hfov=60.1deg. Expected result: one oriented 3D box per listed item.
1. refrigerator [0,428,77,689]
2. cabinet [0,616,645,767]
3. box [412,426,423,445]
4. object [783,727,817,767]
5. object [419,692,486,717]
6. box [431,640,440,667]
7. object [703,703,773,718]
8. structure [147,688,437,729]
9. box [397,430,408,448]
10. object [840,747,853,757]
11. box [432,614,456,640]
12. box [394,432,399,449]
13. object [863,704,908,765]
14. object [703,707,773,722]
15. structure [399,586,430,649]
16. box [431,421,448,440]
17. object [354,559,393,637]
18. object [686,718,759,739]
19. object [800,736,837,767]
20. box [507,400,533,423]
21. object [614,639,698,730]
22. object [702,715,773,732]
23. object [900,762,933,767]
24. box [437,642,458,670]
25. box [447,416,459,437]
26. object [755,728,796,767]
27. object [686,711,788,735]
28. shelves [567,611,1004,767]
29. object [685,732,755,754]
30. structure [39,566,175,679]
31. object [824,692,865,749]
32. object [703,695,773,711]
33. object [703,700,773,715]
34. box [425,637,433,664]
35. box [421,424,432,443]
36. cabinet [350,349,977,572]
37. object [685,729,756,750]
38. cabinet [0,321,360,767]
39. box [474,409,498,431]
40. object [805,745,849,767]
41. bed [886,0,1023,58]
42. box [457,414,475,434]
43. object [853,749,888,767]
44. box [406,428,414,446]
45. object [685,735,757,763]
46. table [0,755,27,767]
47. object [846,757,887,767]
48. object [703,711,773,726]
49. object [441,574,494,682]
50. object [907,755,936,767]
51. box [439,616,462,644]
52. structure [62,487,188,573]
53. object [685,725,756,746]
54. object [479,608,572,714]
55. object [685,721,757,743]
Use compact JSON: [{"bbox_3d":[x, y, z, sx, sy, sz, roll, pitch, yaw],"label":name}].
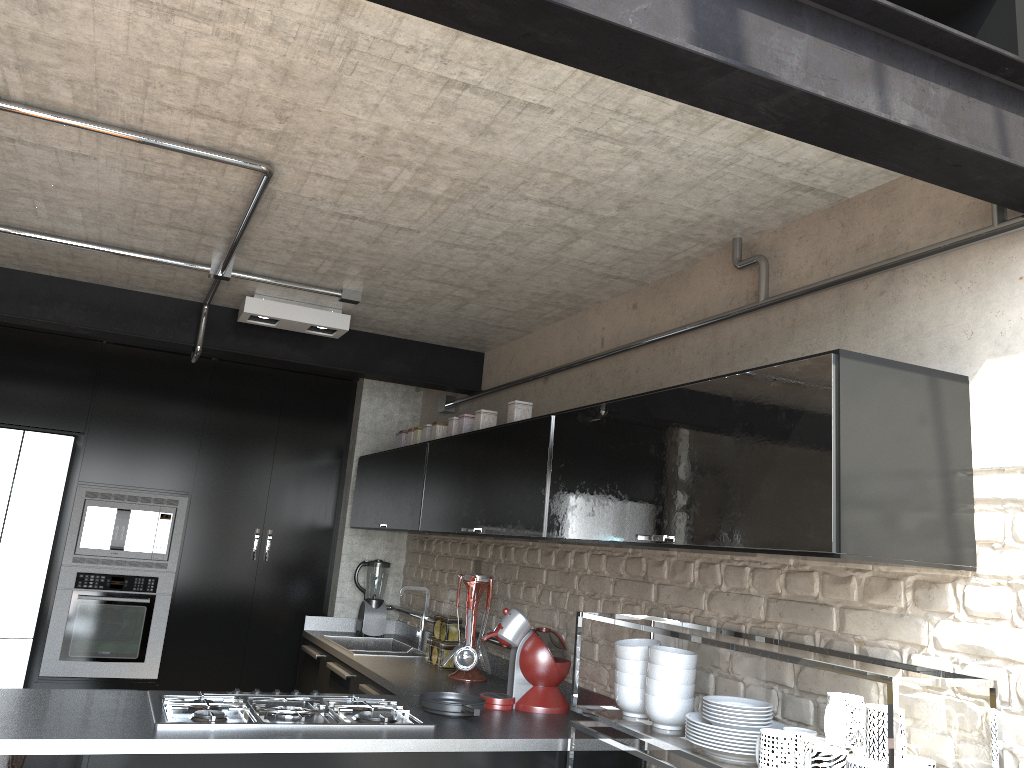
[{"bbox_3d":[-2.921,1.160,4.751,0.721,1.851,0.493,11,-15,-22],"label":"refrigerator"},{"bbox_3d":[-1.270,1.539,3.478,2.421,1.019,2.720,10,-12,-23],"label":"cabinet"},{"bbox_3d":[-0.465,0.281,4.575,0.080,0.112,0.080,10,-14,-23],"label":"box"},{"bbox_3d":[0.665,0.854,2.051,0.083,0.101,0.107,3,-12,11],"label":"object"},{"bbox_3d":[-0.204,1.069,2.934,0.227,0.050,0.306,4,-11,5],"label":"object"},{"bbox_3d":[-0.321,1.242,4.081,0.080,0.112,0.080,12,-14,-27],"label":"box"},{"bbox_3d":[0.566,0.830,2.223,0.170,0.030,0.169,9,-11,-18],"label":"object"},{"bbox_3d":[-0.697,1.008,2.763,0.808,0.026,0.497,9,-11,-23],"label":"structure"},{"bbox_3d":[-0.570,0.311,4.789,0.080,0.112,0.080,10,-14,-23],"label":"box"},{"bbox_3d":[0.774,0.845,1.953,0.108,0.101,0.082,10,-14,-23],"label":"object"},{"bbox_3d":[-0.317,1.141,4.142,0.080,0.112,0.080,-6,-17,41],"label":"box"},{"bbox_3d":[-0.598,0.325,4.876,0.080,0.112,0.080,10,-14,-23],"label":"box"},{"bbox_3d":[0.771,0.715,1.813,0.108,0.101,0.082,13,-15,-33],"label":"object"},{"bbox_3d":[0.566,0.838,2.221,0.170,0.030,0.169,9,-11,-18],"label":"object"},{"bbox_3d":[-0.536,1.236,4.711,0.176,0.315,0.088,10,-15,-22],"label":"structure"},{"bbox_3d":[-0.347,0.244,4.322,0.080,0.112,0.080,10,-14,-23],"label":"box"},{"bbox_3d":[-0.820,1.231,5.124,0.222,0.429,0.160,10,-15,-22],"label":"object"},{"bbox_3d":[0.562,0.869,2.214,0.251,0.031,0.249,-2,-13,35],"label":"object"},{"bbox_3d":[0.683,0.836,1.948,0.108,0.101,0.082,13,-15,-33],"label":"object"},{"bbox_3d":[0.029,0.127,3.517,0.080,0.112,0.080,10,-14,-23],"label":"box"},{"bbox_3d":[0.415,0.872,2.595,0.149,0.220,0.307,11,-13,-25],"label":"object"},{"bbox_3d":[0.564,0.855,2.217,0.170,0.030,0.169,9,-11,-18],"label":"object"},{"bbox_3d":[0.783,0.808,1.748,0.108,0.102,0.082,7,-13,-9],"label":"object"},{"bbox_3d":[-0.292,1.231,4.009,0.081,0.112,0.080,8,-13,-13],"label":"box"},{"bbox_3d":[-0.252,0.214,4.116,0.080,0.112,0.080,10,-14,-23],"label":"box"},{"bbox_3d":[0.598,0.839,2.004,0.083,0.101,0.107,3,-12,11],"label":"object"},{"bbox_3d":[0.563,0.861,2.216,0.251,0.031,0.249,-2,-13,35],"label":"object"},{"bbox_3d":[0.550,1.108,2.159,0.287,0.940,1.238,11,-13,-23],"label":"shelves"},{"bbox_3d":[0.559,0.901,2.206,0.251,0.031,0.249,-2,-13,35],"label":"object"},{"bbox_3d":[-2.261,1.320,4.973,0.579,0.566,0.480,10,-13,-23],"label":"structure"},{"bbox_3d":[0.717,0.733,1.934,0.108,0.102,0.082,7,-13,-9],"label":"object"},{"bbox_3d":[0.568,0.813,2.227,0.170,0.030,0.169,9,-11,-18],"label":"object"},{"bbox_3d":[0.567,0.821,2.225,0.170,0.030,0.169,9,-11,-18],"label":"object"},{"bbox_3d":[-0.359,1.253,4.157,0.081,0.112,0.080,9,-13,-18],"label":"box"},{"bbox_3d":[-0.407,0.263,4.453,0.080,0.112,0.080,10,-14,-23],"label":"box"},{"bbox_3d":[0.023,0.414,3.583,0.398,0.427,3.857,10,-12,-23],"label":"cabinet"},{"bbox_3d":[0.560,0.893,2.208,0.251,0.031,0.249,-2,-13,35],"label":"object"},{"bbox_3d":[-2.229,1.000,5.112,2.310,2.511,0.547,10,-15,-22],"label":"cabinet"},{"bbox_3d":[-0.115,0.172,3.824,0.080,0.112,0.080,10,-14,-23],"label":"box"},{"bbox_3d":[0.665,0.818,1.858,0.083,0.101,0.107,3,-12,11],"label":"object"},{"bbox_3d":[-0.940,-0.957,3.489,2.683,0.853,4.437,10,-12,-23],"label":"bed"},{"bbox_3d":[-0.197,0.196,3.995,0.080,0.112,0.080,10,-14,-23],"label":"box"},{"bbox_3d":[0.742,0.824,1.852,0.108,0.102,0.082,7,-13,-9],"label":"object"},{"bbox_3d":[-0.506,0.293,4.659,0.080,0.112,0.080,10,-14,-23],"label":"box"},{"bbox_3d":[0.558,0.909,2.204,0.251,0.031,0.249,-2,-13,35],"label":"object"},{"bbox_3d":[-1.504,1.288,1.484,0.923,0.743,2.648,10,-12,-23],"label":"table"},{"bbox_3d":[0.711,0.803,1.756,0.108,0.101,0.082,13,-15,-33],"label":"object"},{"bbox_3d":[0.565,0.847,2.219,0.170,0.030,0.169,9,-11,-18],"label":"object"},{"bbox_3d":[-0.179,1.037,3.786,0.210,0.433,0.199,7,-13,-8],"label":"object"},{"bbox_3d":[0.834,0.829,1.835,0.083,0.101,0.107,3,-12,11],"label":"object"},{"bbox_3d":[-0.282,1.130,4.066,0.080,0.112,0.080,12,-14,-27],"label":"box"},{"bbox_3d":[-2.227,0.842,5.108,0.579,0.427,0.444,10,-13,-23],"label":"structure"},{"bbox_3d":[0.561,0.885,2.210,0.251,0.031,0.249,-2,-13,35],"label":"object"},{"bbox_3d":[0.060,0.993,3.198,0.347,0.346,0.219,15,-16,-38],"label":"object"},{"bbox_3d":[0.561,0.877,2.212,0.251,0.031,0.249,-2,-13,35],"label":"object"}]
